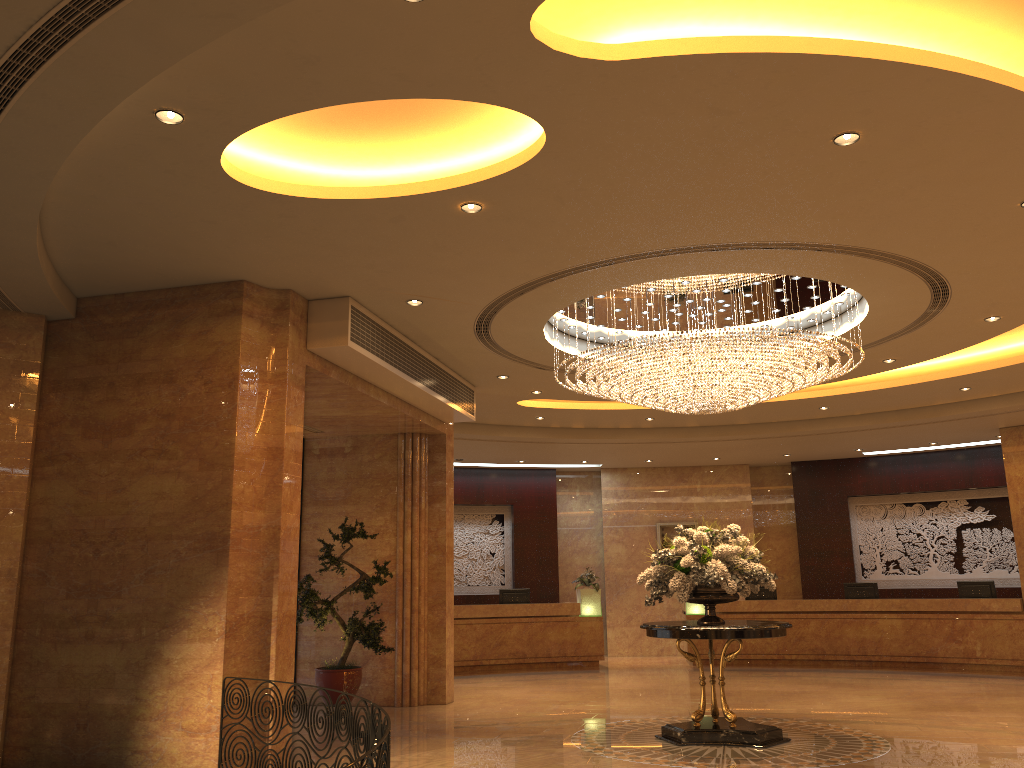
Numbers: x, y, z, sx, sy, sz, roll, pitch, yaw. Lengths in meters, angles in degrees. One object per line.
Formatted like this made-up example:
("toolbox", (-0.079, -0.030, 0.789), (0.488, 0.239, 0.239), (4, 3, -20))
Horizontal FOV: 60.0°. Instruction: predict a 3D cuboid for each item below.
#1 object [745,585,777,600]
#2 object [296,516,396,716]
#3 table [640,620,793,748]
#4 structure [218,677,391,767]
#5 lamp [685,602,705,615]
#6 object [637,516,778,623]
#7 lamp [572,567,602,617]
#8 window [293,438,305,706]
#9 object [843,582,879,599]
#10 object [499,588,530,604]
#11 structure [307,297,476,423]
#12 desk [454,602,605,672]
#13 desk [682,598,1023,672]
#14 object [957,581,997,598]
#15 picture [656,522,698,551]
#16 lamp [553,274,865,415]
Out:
("object", (4.790, 4.106, 17.063), (0.430, 0.500, 0.531), (9, -16, -38))
("object", (-2.083, 2.822, 10.881), (1.250, 2.363, 0.843), (0, -13, -5))
("table", (2.044, 2.929, 8.784), (1.493, 1.089, 1.493), (-3, -13, 7))
("structure", (-2.761, 1.914, 2.933), (3.815, 0.995, 7.624), (-9, -15, 32))
("lamp", (3.491, 3.936, 16.974), (0.577, 0.925, 0.542), (-5, -13, 16))
("object", (2.016, 1.920, 9.049), (1.318, 0.999, 1.277), (12, -18, -44))
("lamp", (1.443, 3.969, 16.980), (0.570, 0.923, 0.580), (-3, -13, 11))
("window", (-3.334, 2.133, 10.366), (0.047, 3.571, 3.515), (-4, -13, 14))
("object", (6.479, 3.935, 16.430), (0.430, 0.500, 0.531), (5, -14, -25))
("object", (-0.104, 4.183, 17.000), (0.918, 0.500, 0.397), (0, -13, -3))
("structure", (-1.222, -0.143, 10.309), (0.425, 0.483, 4.113), (-4, -13, 14))
("desk", (-0.711, 4.697, 16.481), (5.227, 1.155, 1.570), (4, -14, -21))
("desk", (8.287, 3.885, 13.547), (3.466, 1.155, 12.951), (10, -17, -40))
("object", (8.091, 3.678, 15.419), (0.430, 0.500, 0.531), (2, -13, -13))
("picture", (3.561, 3.421, 19.002), (0.875, 0.890, 0.068), (-2, -13, 5))
("lamp", (2.048, -0.281, 9.503), (3.204, 1.196, 3.206), (9, -16, -38))
